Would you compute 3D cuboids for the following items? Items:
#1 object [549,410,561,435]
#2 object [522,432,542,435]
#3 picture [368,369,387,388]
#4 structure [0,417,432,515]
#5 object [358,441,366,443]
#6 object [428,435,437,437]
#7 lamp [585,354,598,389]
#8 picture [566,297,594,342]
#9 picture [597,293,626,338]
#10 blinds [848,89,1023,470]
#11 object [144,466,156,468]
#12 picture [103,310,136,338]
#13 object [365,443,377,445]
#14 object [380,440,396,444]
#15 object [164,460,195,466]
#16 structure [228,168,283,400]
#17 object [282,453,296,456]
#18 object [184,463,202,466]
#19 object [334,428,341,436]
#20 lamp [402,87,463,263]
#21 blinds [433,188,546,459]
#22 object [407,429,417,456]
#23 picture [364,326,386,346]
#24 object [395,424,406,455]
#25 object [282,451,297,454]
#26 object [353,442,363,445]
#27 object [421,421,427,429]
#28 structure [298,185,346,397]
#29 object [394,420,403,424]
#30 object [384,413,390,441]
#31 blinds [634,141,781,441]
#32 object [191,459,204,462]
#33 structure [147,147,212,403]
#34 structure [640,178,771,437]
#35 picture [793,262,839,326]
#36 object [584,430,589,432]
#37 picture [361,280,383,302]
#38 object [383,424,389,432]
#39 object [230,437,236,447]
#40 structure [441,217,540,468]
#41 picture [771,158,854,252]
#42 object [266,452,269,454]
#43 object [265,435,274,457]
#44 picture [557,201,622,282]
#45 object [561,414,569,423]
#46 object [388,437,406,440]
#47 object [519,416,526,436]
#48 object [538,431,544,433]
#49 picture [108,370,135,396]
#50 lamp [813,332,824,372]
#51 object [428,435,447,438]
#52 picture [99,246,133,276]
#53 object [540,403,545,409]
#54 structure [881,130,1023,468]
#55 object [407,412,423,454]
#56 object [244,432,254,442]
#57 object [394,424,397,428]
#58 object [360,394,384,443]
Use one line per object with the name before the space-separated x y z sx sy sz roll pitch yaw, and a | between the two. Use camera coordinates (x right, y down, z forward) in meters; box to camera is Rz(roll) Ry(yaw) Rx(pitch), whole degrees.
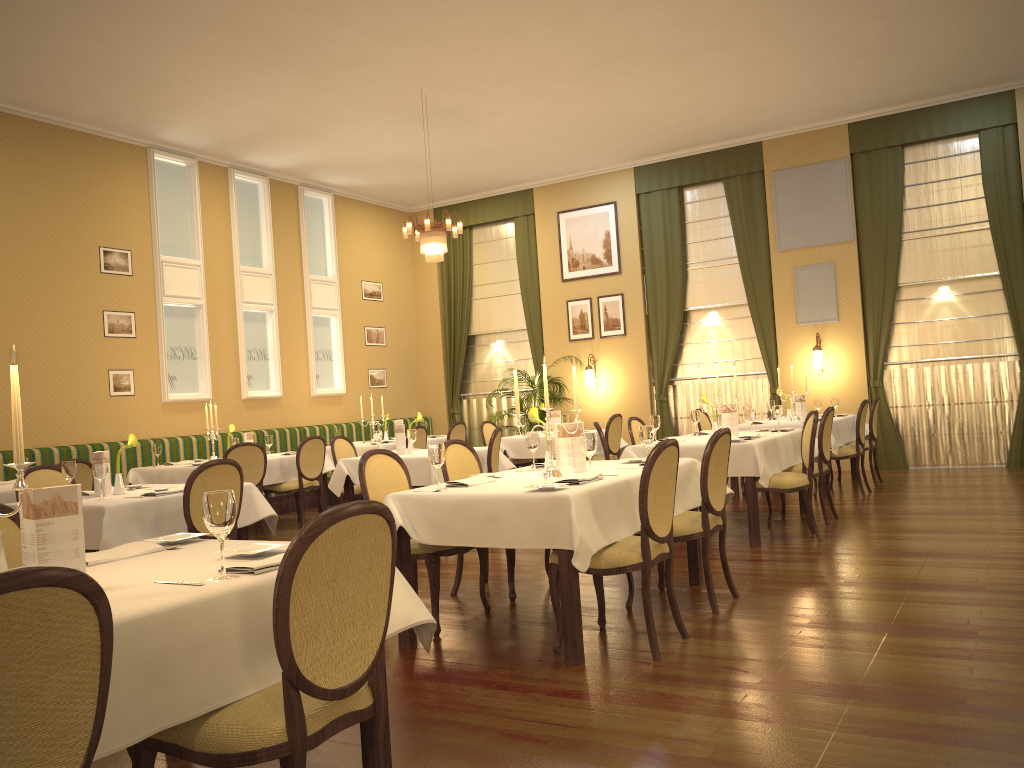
object | 0.483 0.451 10.333 0.166 0.277 0.081 -5 -1 37
object | 0.247 0.597 10.664 0.142 0.033 0.273 -5 -1 30
picture | -2.078 -0.087 13.714 0.008 0.294 0.437 -5 -1 30
structure | -4.751 1.144 8.176 0.850 1.031 14.516 -5 -1 30
object | -1.981 0.771 11.753 0.160 0.024 0.160 -5 -1 30
object | -1.113 0.721 12.157 0.160 0.024 0.160 -5 -1 30
lamp | 1.154 -0.184 12.946 0.114 0.513 0.323 -4 -1 19
picture | 1.013 -0.957 13.191 0.412 0.619 0.022 -5 -1 30
picture | 1.452 -0.992 12.935 0.412 0.619 0.022 -5 -1 30
blinds | 5.228 -1.239 10.797 1.876 4.537 0.129 -5 -1 30
object | -3.620 0.828 8.882 0.181 0.015 0.038 -5 -1 32
picture | -4.365 -0.663 9.872 0.008 0.294 0.401 -5 -1 30
object | -1.691 0.735 10.902 0.160 0.024 0.160 -5 -1 30
object | -1.525 0.726 11.177 0.142 0.033 0.273 -5 -1 30
object | -3.417 0.813 9.116 0.142 0.033 0.273 -5 -1 30
structure | -3.398 -1.295 11.651 0.200 2.985 0.661 -5 -1 30
object | -2.361 0.756 9.638 0.142 0.024 0.273 -5 -1 30
object | -3.048 0.779 8.570 0.160 0.024 0.160 -5 -1 30
object | -2.221 0.675 11.291 0.088 0.229 0.088 -4 -1 -12
lamp | -0.871 -2.186 9.318 0.593 1.796 0.593 -4 -1 28
blinds | -0.304 -0.801 14.037 1.934 4.537 0.225 -4 -1 29
object | -0.879 0.515 7.820 0.088 0.229 0.088 -3 -1 -18
picture | -2.115 -0.737 13.739 0.008 0.294 0.504 -5 -1 30
object | -1.028 0.509 8.139 0.081 0.277 0.166 -4 -1 -13
object | -2.471 0.766 9.824 0.160 0.024 0.160 -5 -1 30
object | -2.059 0.768 11.449 0.142 0.033 0.273 -5 -1 30
object | -1.160 0.612 11.727 0.088 0.229 0.088 -4 -1 -12
structure | -2.760 -1.316 12.748 0.200 2.985 0.670 -5 -1 30
object | -1.520 0.615 11.781 0.081 0.277 0.166 -3 -2 -43
object | -1.663 0.574 11.779 0.076 0.375 0.163 -4 -1 17
blinds | 2.713 -1.040 12.265 1.878 4.537 0.129 -5 -1 30
object | -3.339 0.816 9.420 0.160 0.024 0.160 -5 -1 30
structure | -4.000 -1.275 10.617 0.200 2.985 0.687 -5 -1 30
structure | 2.768 -1.029 12.371 1.900 4.511 0.134 -5 -1 30
picture | 3.932 -1.160 11.483 0.512 0.769 0.027 -5 -1 30
object | 0.784 0.559 10.379 0.142 0.024 0.273 -5 -1 30
picture | -2.162 -1.440 13.753 0.008 0.294 0.504 -5 -1 30
object | -1.723 0.658 12.136 0.088 0.229 0.088 -4 -1 -12
object | -3.081 0.703 9.803 0.088 0.229 0.088 -3 -1 -18
structure | -0.247 -0.790 14.136 1.942 4.511 0.123 -5 -1 30
picture | 3.884 -2.312 11.488 0.966 1.057 0.027 -5 -1 30
object | -2.852 0.799 10.221 0.160 0.024 0.160 -5 -1 30
object | -2.582 0.662 9.437 0.088 0.229 0.088 -4 -1 -12
picture | 1.129 -2.094 13.097 0.966 1.057 0.027 -5 -1 30
object | 0.609 0.459 10.062 0.088 0.229 0.088 -4 -1 -12
object | -1.604 0.754 12.306 0.142 0.033 0.273 -5 -1 30
object | 0.127 0.501 10.494 0.088 0.229 0.088 -4 -1 -12
object | 0.356 0.597 10.912 0.160 0.024 0.160 -5 -1 30
picture | -4.331 -0.013 9.843 0.008 0.294 0.313 -5 -1 30
lamp | 3.907 -0.402 11.339 0.114 0.513 0.323 -4 -1 19
object | -1.003 0.711 11.971 0.142 0.024 0.273 -5 -1 30
picture | -4.413 -1.366 9.886 0.008 0.294 0.401 -5 -1 30
object | 0.411 0.409 10.544 0.076 0.375 0.163 -3 -1 -38
structure | 5.282 -1.228 10.904 1.898 4.511 0.137 -5 -1 30
object | -0.902 0.451 8.191 0.163 0.375 0.076 -4 -1 7
object | -2.816 0.657 9.530 0.081 0.277 0.166 -4 -1 -8
object | -1.456 0.624 11.354 0.088 0.229 0.088 -4 -1 -12
object | -1.803 0.441 11.475 0.390 0.655 0.131 -5 -1 36
